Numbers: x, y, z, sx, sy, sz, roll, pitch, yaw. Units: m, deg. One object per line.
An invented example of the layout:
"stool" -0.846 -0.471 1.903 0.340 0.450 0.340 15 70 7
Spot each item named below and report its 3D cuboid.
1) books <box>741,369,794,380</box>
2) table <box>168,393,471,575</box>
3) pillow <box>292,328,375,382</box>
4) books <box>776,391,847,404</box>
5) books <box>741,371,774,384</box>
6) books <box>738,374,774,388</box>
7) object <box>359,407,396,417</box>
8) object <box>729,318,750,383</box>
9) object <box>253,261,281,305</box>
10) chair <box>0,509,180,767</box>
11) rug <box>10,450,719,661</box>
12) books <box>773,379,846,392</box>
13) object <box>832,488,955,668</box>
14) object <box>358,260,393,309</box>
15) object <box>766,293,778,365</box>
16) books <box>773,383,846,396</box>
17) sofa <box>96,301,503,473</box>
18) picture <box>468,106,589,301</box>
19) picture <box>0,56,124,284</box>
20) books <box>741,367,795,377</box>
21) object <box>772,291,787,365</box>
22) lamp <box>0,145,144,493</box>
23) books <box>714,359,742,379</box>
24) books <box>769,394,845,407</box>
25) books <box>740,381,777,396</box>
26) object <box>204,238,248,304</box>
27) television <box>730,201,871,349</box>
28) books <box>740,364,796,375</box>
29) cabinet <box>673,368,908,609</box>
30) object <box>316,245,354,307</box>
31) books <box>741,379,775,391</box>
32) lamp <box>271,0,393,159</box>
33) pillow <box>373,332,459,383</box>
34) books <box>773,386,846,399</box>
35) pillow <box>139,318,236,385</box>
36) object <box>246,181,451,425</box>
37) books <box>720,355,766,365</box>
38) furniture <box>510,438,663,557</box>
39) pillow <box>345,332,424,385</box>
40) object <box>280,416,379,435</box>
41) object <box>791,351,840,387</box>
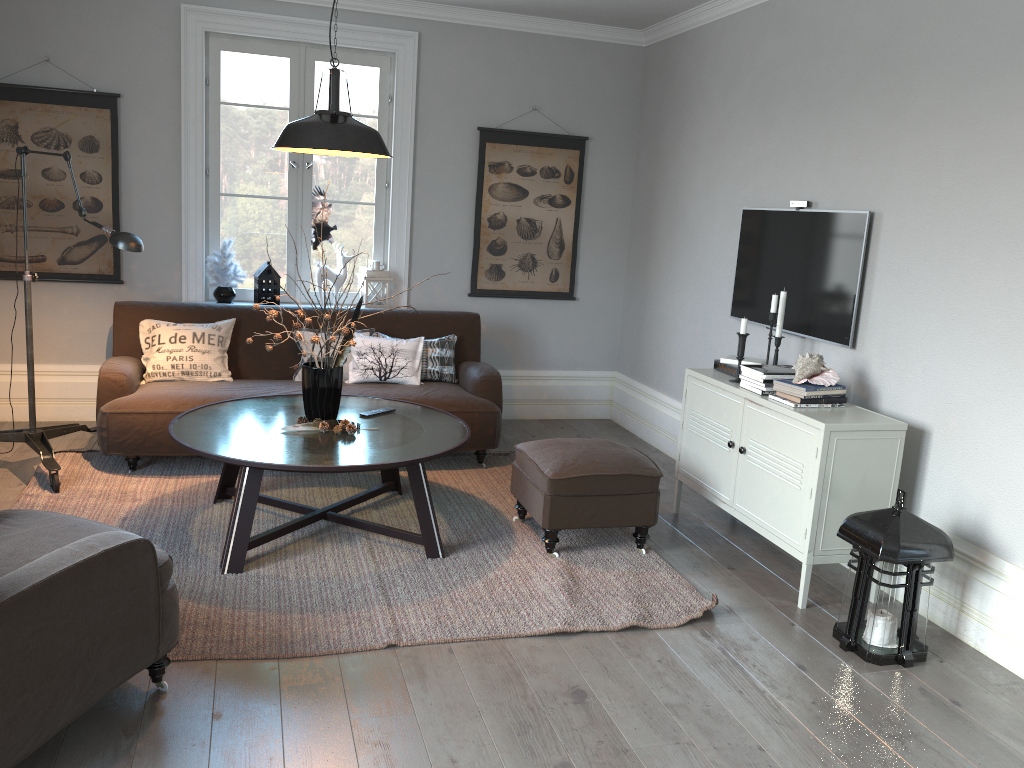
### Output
"books" 1.193 -0.043 3.968 0.265 0.010 0.196 0 12 -16
"table" -0.849 0.425 3.989 1.300 0.502 1.301 -1 12 -23
"pillow" -1.045 -0.158 5.191 0.472 0.347 0.159 0 11 -19
"books" 1.269 0.053 3.766 0.238 0.027 0.175 0 12 -20
"books" 1.187 -0.030 3.972 0.251 0.019 0.200 1 11 -14
"books" 1.194 -0.013 3.981 0.271 0.016 0.222 0 12 -16
"object" -0.640 0.133 4.227 0.051 0.011 0.207 11 13 33
"object" 1.070 -0.160 4.140 0.083 0.311 0.083 -5 14 -38
"object" -1.575 -0.648 5.702 0.155 0.284 0.155 -2 12 -26
"chair" -1.466 0.539 2.380 0.807 0.794 0.971 9 12 24
"rug" -0.843 0.609 4.068 2.818 0.090 2.403 1 12 -16
"books" 1.256 0.002 3.750 0.235 0.014 0.185 -2 13 -29
"object" 1.360 0.665 3.187 0.323 0.598 0.323 1 11 -16
"object" -0.908 -0.658 5.873 0.193 0.321 0.193 -1 12 -22
"object" 1.186 -0.203 4.076 0.092 0.431 0.092 11 13 32
"books" 1.257 0.019 3.748 0.235 0.017 0.185 -2 13 -29
"sofa" -1.171 0.007 5.116 2.165 0.823 0.970 0 11 -16
"picture" 0.115 -1.245 6.124 0.793 1.311 0.057 1 11 -16
"picture" -2.749 -1.266 5.278 0.793 1.311 0.057 1 11 -16
"books" 1.189 -0.053 3.966 0.260 0.010 0.196 0 12 -18
"object" 1.250 -0.226 4.158 0.066 0.456 0.066 13 14 40
"lamp" -2.584 -0.403 4.652 1.864 1.642 0.798 8 12 20
"books" 1.161 -0.072 4.374 0.218 0.049 0.277 0 12 -16
"books" 1.250 0.071 3.772 0.243 0.014 0.196 0 12 -16
"books" 1.192 0.021 3.986 0.271 0.022 0.200 1 11 -14
"object" -1.829 -0.718 5.605 0.263 0.423 0.248 7 11 19
"television" 1.405 -0.578 4.419 0.041 0.656 1.064 1 11 -16
"books" 1.190 -0.063 3.972 0.263 0.008 0.212 1 11 -15
"cabinet" 1.176 0.407 4.030 0.408 0.756 1.153 1 11 -16
"object" -1.144 -0.692 5.735 0.239 0.409 0.129 0 11 -20
"books" 1.187 0.004 3.974 0.253 0.016 0.200 0 12 -18
"lamp" -0.719 -1.496 3.625 0.504 1.074 0.504 10 12 30
"pillow" -0.583 -0.158 5.366 0.542 0.288 0.183 1 11 -15
"books" 1.257 0.033 3.757 0.235 0.014 0.185 -2 12 -27
"pillow" -1.830 -0.184 4.997 0.519 0.368 0.240 0 11 -16
"object" -0.680 -0.326 3.813 0.526 1.064 0.853 14 15 43
"books" 1.151 -0.113 4.390 0.199 0.024 0.161 9 12 27
"furniture" 0.332 0.500 4.082 0.583 0.439 0.575 1 11 -16
"pillow" -0.744 -0.149 5.201 0.471 0.308 0.188 1 11 -16
"object" -0.791 0.173 3.857 0.404 0.067 0.153 4 11 1
"object" 1.263 -0.068 3.745 0.194 0.127 0.192 -1 12 -23
